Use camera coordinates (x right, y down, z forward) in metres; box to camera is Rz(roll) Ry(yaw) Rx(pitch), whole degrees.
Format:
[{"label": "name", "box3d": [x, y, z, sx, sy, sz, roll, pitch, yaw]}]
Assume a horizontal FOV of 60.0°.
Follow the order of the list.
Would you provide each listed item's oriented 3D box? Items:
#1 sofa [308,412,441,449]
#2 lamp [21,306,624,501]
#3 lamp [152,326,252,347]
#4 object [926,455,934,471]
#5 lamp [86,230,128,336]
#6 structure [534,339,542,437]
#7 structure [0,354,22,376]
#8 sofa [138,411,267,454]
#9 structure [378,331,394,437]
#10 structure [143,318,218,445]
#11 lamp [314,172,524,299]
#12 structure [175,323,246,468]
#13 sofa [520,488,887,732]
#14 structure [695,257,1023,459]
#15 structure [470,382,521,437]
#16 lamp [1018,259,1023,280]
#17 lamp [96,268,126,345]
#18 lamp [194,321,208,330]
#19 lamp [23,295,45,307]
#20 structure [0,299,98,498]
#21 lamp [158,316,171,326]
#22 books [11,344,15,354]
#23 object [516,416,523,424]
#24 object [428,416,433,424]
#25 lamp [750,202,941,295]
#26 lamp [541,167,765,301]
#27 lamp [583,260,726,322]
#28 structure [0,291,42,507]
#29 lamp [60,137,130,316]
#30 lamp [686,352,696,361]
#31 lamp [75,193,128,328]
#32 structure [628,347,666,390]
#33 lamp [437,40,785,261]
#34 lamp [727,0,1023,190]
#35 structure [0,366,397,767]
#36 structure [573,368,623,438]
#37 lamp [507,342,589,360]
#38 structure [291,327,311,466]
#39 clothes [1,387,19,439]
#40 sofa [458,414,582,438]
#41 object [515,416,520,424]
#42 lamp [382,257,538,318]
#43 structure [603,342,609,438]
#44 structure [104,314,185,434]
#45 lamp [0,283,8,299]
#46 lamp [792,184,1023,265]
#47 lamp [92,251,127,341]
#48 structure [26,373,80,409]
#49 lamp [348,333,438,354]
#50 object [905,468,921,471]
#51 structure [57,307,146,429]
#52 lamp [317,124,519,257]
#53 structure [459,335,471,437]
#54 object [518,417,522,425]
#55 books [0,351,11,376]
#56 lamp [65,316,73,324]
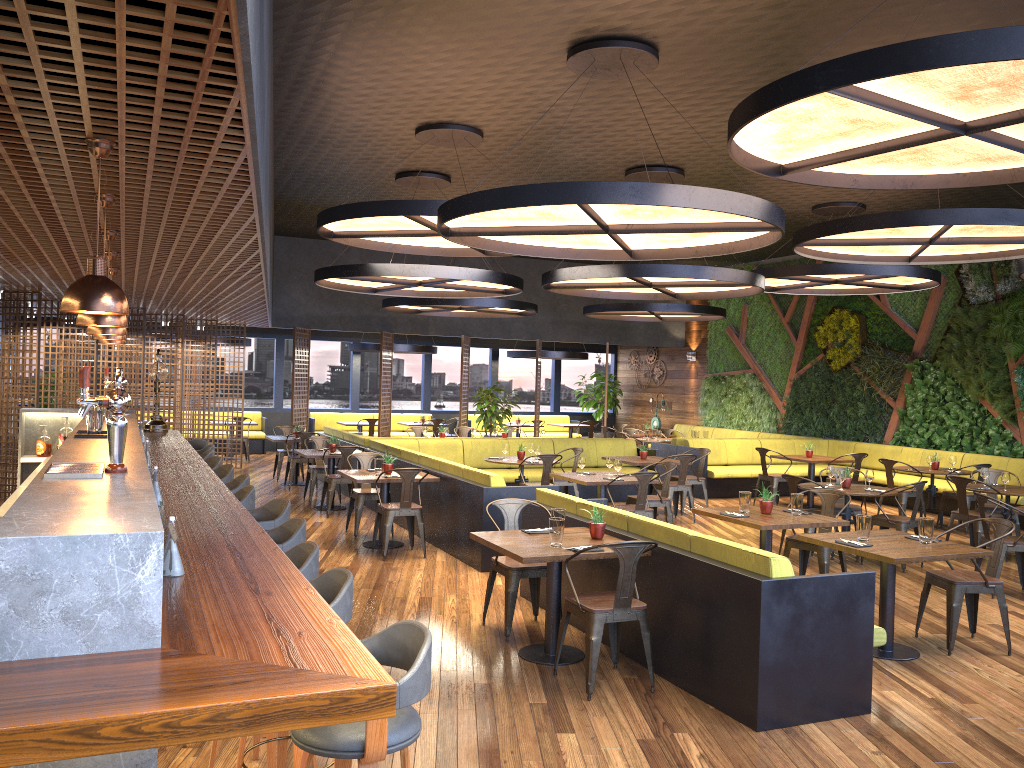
[{"label": "sofa", "box3d": [-3.232, 1.160, 20.956, 3.061, 0.914, 0.966, 2, 0, -24]}, {"label": "lamp", "box3d": [-2.802, 0.308, 14.047, 9.057, 2.714, 3.017, 2, 0, -24]}, {"label": "lamp", "box3d": [-6.366, -1.902, 18.255, 1.979, 2.172, 1.979, 2, 0, -17]}, {"label": "object", "box3d": [5.628, 1.065, 11.938, 0.097, 0.206, 0.097, 2, 0, -34]}, {"label": "lamp", "box3d": [-2.621, -0.656, 5.756, 0.250, 0.673, 0.250, 2, 0, 9]}, {"label": "structure", "box3d": [0.555, 0.389, 19.289, 0.050, 2.700, 0.852, 2, 0, 6]}, {"label": "structure", "box3d": [-9.455, -0.317, 16.755, 0.293, 0.563, 1.220, 2, 0, -24]}, {"label": "sofa", "box3d": [-6.962, 1.057, 19.322, 3.061, 0.914, 0.966, 2, 0, -24]}, {"label": "structure", "box3d": [-2.558, 0.303, 17.925, 0.050, 2.700, 0.852, 2, 0, 6]}, {"label": "structure", "box3d": [-5.826, 0.217, 15.521, 1.319, 2.700, 0.050, 2, 0, 6]}, {"label": "lamp", "box3d": [-1.215, -2.019, 11.920, 2.778, 1.475, 2.778, 2, 0, -20]}, {"label": "structure", "box3d": [-5.693, 0.215, 16.717, 1.319, 2.700, 0.050, 2, 0, 6]}, {"label": "sofa", "box3d": [1.134, 1.366, 6.270, 0.966, 0.914, 3.061, 2, 0, -24]}, {"label": "structure", "box3d": [6.200, -0.373, 16.294, 0.918, 4.593, 9.182, 2, 0, -25]}, {"label": "structure", "box3d": [-0.429, 0.835, 18.156, 0.993, 1.763, 1.166, 2, 0, 37]}, {"label": "lamp", "box3d": [6.868, -1.839, 9.191, 2.778, 1.362, 2.778, 2, 0, 35]}, {"label": "lamp", "box3d": [-3.568, -0.695, 7.920, 0.250, 0.673, 0.250, 2, 0, 9]}, {"label": "lamp", "box3d": [-5.672, -1.061, 16.147, 0.228, 0.172, 0.228, 2, 0, -24]}, {"label": "lamp", "box3d": [-6.139, -1.050, 11.380, 0.228, 0.172, 0.228, 2, 0, -24]}, {"label": "structure", "box3d": [-6.226, 0.223, 11.932, 1.319, 2.700, 0.050, 2, 0, 6]}, {"label": "lamp", "box3d": [-5.838, -1.059, 14.922, 0.228, 0.172, 0.228, 2, 0, -24]}, {"label": "books", "box3d": [-9.581, -0.684, 16.947, 0.177, 0.245, 0.450, 2, 0, -24]}, {"label": "object", "box3d": [0.148, 0.819, 21.001, 0.238, 0.271, 0.260, 2, 0, -2]}, {"label": "object", "box3d": [-1.849, 0.810, 20.047, 0.102, 0.178, 0.102, 1, 0, -38]}, {"label": "lamp", "box3d": [4.793, -2.022, 13.058, 2.778, 1.159, 2.778, 2, 0, -34]}, {"label": "lamp", "box3d": [1.786, -1.926, 11.245, 2.778, 1.475, 2.778, 2, 0, 25]}, {"label": "lamp", "box3d": [2.812, -2.003, 17.462, 2.778, 1.362, 2.778, 2, 0, 31]}, {"label": "structure", "box3d": [-6.359, 0.225, 10.736, 1.319, 2.700, 0.050, 2, 0, 6]}, {"label": "lamp", "box3d": [-1.623, -0.614, 3.474, 0.250, 0.673, 0.250, 2, 0, -36]}, {"label": "lamp", "box3d": [4.192, -0.650, 20.873, 0.189, 0.215, 0.215, 2, 0, -24]}, {"label": "lamp", "box3d": [-2.101, -0.634, 4.567, 0.250, 0.673, 0.250, 2, 0, 9]}, {"label": "structure", "box3d": [3.428, -0.444, 22.745, 0.058, 1.178, 1.791, 2, 0, -24]}, {"label": "lamp", "box3d": [0.801, -1.935, 7.258, 2.778, 1.475, 2.778, 2, 0, 31]}, {"label": "lamp", "box3d": [2.740, -2.044, 5.328, 2.778, 1.159, 2.778, 2, 0, 12]}, {"label": "structure", "box3d": [-3.360, 0.340, 5.790, 2.700, 2.700, 9.298, 2, 0, -24]}, {"label": "structure", "box3d": [2.328, 0.681, 23.205, 1.493, 2.184, 1.272, 2, 0, -24]}, {"label": "lamp", "box3d": [0.890, -1.702, 21.433, 1.979, 2.172, 1.979, 1, 0, -39]}, {"label": "structure", "box3d": [-4.115, 0.260, 17.244, 0.050, 2.700, 0.852, 2, 0, 6]}, {"label": "clothes", "box3d": [-9.451, 0.704, 16.754, 0.401, 1.494, 0.423, 2, 0, -28]}, {"label": "sofa", "box3d": [0.238, 1.257, 22.476, 3.061, 0.914, 0.966, 2, 0, -24]}, {"label": "object", "box3d": [0.131, 0.864, 21.185, 0.102, 0.178, 0.102, 1, 0, -38]}, {"label": "lamp", "box3d": [-0.907, -2.030, 15.921, 2.778, 1.475, 2.778, 2, 0, -23]}, {"label": "structure", "box3d": [2.112, 0.433, 19.971, 0.050, 2.700, 0.852, 2, 0, 6]}, {"label": "structure", "box3d": [-5.959, 0.219, 14.325, 1.319, 2.700, 0.050, 2, 0, 6]}, {"label": "lamp", "box3d": [-5.728, -1.030, 9.820, 0.228, 0.172, 0.228, 2, 0, -24]}, {"label": "lamp", "box3d": [4.427, -2.014, 9.346, 2.778, 1.159, 2.778, 2, 0, 44]}, {"label": "lamp", "box3d": [-3.084, -0.675, 6.813, 0.250, 0.673, 0.250, 2, 0, 9]}, {"label": "structure", "box3d": [-9.418, 0.566, 18.153, 0.993, 1.763, 1.166, 2, 0, 37]}, {"label": "lamp", "box3d": [-2.634, -1.798, 19.889, 1.979, 2.172, 1.979, 2, 0, 21]}, {"label": "object", "box3d": [5.466, 1.153, 12.009, 0.255, 0.019, 0.157, 2, 0, -25]}, {"label": "structure", "box3d": [-6.093, 0.221, 13.129, 1.319, 2.700, 0.050, 2, 0, 6]}, {"label": "lamp", "box3d": [-0.705, -2.170, 9.737, 2.778, 1.159, 2.778, 2, 0, 27]}, {"label": "structure", "box3d": [-1.001, 0.346, 18.607, 0.050, 2.700, 0.852, 2, 0, 6]}, {"label": "object", "box3d": [0.183, 0.867, 20.830, 0.102, 0.178, 0.102, 1, 0, -38]}, {"label": "books", "box3d": [-9.312, -0.386, 16.335, 0.223, 0.489, 0.286, 2, 0, -32]}, {"label": "lamp", "box3d": [-7.547, -1.112, 15.106, 0.228, 0.172, 0.228, 2, 0, -24]}]
